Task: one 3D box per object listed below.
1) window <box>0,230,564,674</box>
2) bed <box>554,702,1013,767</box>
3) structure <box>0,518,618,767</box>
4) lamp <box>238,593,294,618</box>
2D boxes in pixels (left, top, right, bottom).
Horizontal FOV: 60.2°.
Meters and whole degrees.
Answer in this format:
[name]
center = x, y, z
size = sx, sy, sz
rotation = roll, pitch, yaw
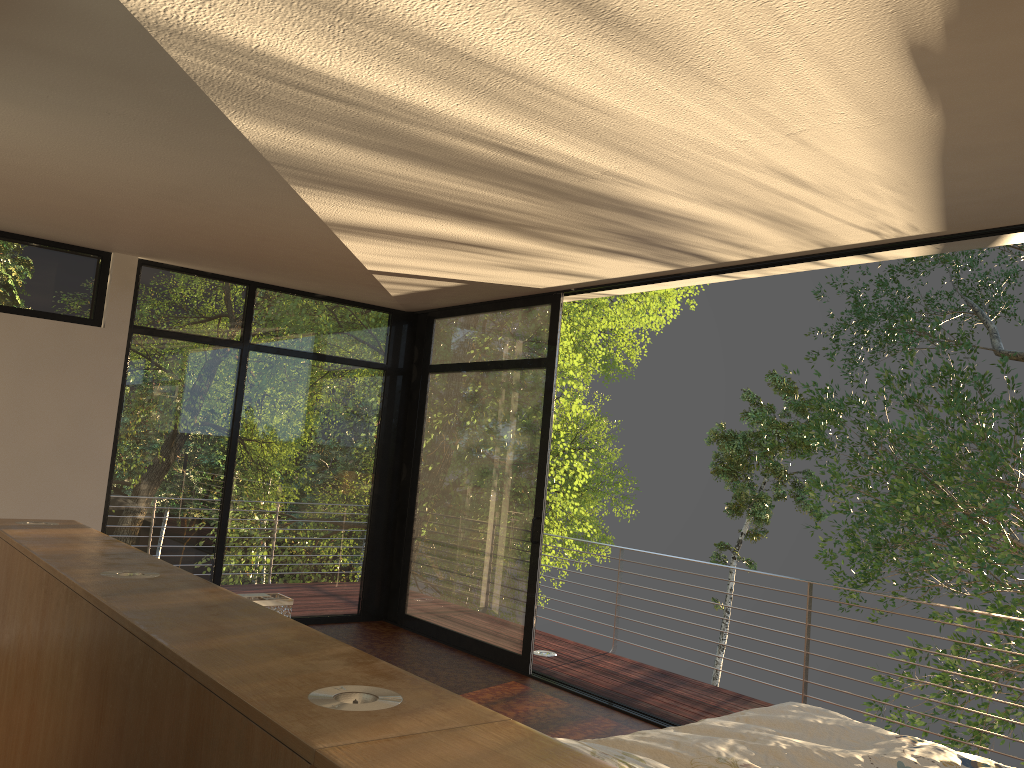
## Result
[window]
center = -0.523, 0.159, 1.233
size = 7.065, 2.519, 9.962
rotation = 9, -6, -39
[bed]
center = 0.729, 1.241, 2.024
size = 2.223, 0.713, 1.766
rotation = 9, -6, -38
[structure]
center = -0.166, 0.958, 1.150
size = 0.318, 0.976, 5.596
rotation = 10, -7, -38
[lamp]
center = -0.864, 1.028, 2.763
size = 0.269, 0.731, 0.157
rotation = 10, -8, -38
